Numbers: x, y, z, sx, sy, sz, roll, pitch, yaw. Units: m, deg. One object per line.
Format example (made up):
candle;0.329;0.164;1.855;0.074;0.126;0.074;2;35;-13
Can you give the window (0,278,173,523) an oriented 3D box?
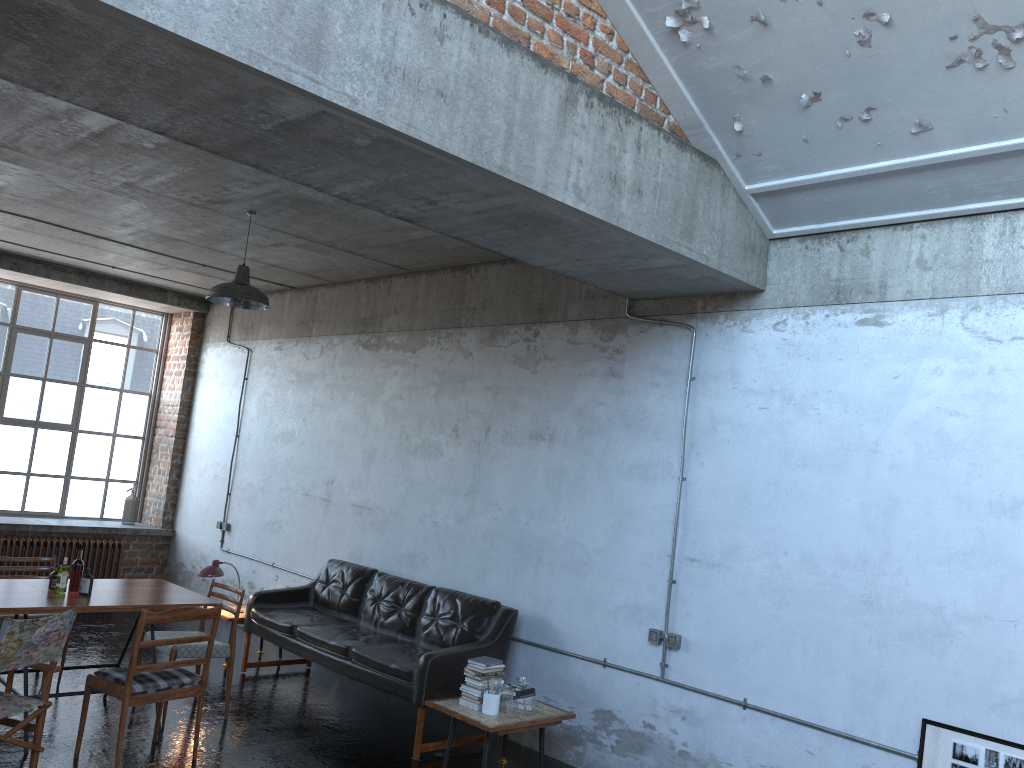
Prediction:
window;-4.533;2.235;12.960;19.864;12.900;0.747;12;-8;-44

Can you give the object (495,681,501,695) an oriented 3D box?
object;-0.104;2.066;5.914;0.009;0.169;0.062;1;-8;45

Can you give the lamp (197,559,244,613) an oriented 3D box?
lamp;-2.728;1.890;8.305;0.220;0.492;0.496;2;-7;38

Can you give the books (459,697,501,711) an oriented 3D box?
books;-0.206;2.172;6.045;0.248;0.043;0.192;12;-8;-44

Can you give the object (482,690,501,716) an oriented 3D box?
object;-0.138;2.115;5.876;0.110;0.137;0.110;12;-8;-44

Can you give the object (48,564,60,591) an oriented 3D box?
object;-3.145;1.334;6.117;0.077;0.173;0.077;3;-7;31

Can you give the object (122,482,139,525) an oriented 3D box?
object;-4.963;1.557;11.564;0.172;0.551;0.172;6;-6;0

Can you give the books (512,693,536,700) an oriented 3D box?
books;0.023;2.166;6.215;0.175;0.024;0.243;1;-8;42

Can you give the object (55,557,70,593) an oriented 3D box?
object;-3.057;1.300;6.041;0.041;0.235;0.070;1;-8;45

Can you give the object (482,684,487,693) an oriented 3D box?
object;-0.157;2.076;5.876;0.137;0.190;0.009;11;-8;-41

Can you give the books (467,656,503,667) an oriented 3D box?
books;-0.184;1.907;6.094;0.159;0.024;0.201;2;-7;36

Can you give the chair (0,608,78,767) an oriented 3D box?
chair;-2.922;1.724;4.850;0.713;1.031;0.574;5;-6;16

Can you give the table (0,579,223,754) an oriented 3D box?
table;-3.585;1.780;5.589;3.112;0.917;1.067;12;-8;-44

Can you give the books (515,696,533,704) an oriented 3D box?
books;0.012;2.187;6.203;0.227;0.024;0.166;4;-6;25

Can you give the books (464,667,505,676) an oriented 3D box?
books;-0.190;1.970;6.076;0.231;0.023;0.162;10;-7;-28

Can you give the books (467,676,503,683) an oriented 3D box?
books;-0.185;2.013;6.080;0.155;0.022;0.205;1;-8;41

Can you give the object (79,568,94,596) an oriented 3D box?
object;-2.907;1.350;6.066;0.097;0.180;0.051;5;-6;18

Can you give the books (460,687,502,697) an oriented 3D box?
books;-0.199;2.100;6.071;0.255;0.014;0.192;11;-8;-41

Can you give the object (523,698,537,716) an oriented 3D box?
object;0.115;2.169;5.955;0.092;0.099;0.092;4;-6;24

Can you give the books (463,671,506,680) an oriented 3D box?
books;-0.186;1.992;6.079;0.244;0.019;0.174;12;-8;-44

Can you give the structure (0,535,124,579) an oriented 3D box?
structure;-6.733;1.883;9.190;5.349;0.713;0.232;12;-8;-44

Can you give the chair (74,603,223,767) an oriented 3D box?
chair;-2.306;1.887;5.637;0.509;1.028;0.573;2;-7;35

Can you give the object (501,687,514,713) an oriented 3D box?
object;-0.035;2.124;5.954;0.087;0.155;0.087;5;-6;19

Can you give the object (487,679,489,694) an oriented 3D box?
object;-0.155;2.063;5.917;0.009;0.167;0.061;10;-7;-32

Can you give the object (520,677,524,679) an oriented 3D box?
object;0.077;2.091;6.228;0.065;0.060;0.081;3;-7;28

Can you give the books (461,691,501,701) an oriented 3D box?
books;-0.198;2.117;6.051;0.249;0.023;0.175;12;-8;-43

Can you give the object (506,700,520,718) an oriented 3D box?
object;0.000;2.145;5.843;0.092;0.099;0.092;4;-6;24

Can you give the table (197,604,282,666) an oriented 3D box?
table;-2.537;2.408;8.518;0.811;0.458;0.649;12;-8;-44

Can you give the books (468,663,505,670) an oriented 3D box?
books;-0.176;1.929;6.089;0.205;0.020;0.155;12;-8;-44

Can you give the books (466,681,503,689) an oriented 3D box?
books;-0.188;2.055;6.078;0.147;0.023;0.221;1;-8;45

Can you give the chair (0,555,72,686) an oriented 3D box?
chair;-3.864;1.865;6.980;0.589;0.971;0.577;12;-8;-44

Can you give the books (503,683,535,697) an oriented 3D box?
books;0.023;2.138;6.207;0.179;0.029;0.225;2;-7;38

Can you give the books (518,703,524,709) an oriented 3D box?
books;0.018;2.217;6.202;0.243;0.034;0.179;3;-7;29

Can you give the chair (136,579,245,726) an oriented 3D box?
chair;-2.420;1.998;6.686;0.577;0.971;0.589;12;-8;-44

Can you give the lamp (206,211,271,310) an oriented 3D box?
lamp;-2.144;-1.084;7.152;0.502;0.891;0.502;11;-7;-39

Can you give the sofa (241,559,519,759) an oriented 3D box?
sofa;-1.208;2.137;7.401;0.929;1.045;2.610;12;-8;-44

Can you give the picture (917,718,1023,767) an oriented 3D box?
picture;2.428;2.285;4.372;0.135;0.994;0.889;12;-8;-44

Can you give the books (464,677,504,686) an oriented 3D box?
books;-0.190;2.035;6.083;0.224;0.021;0.158;12;-8;-44

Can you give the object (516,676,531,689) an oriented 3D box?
object;0.077;2.097;6.227;0.103;0.068;0.103;4;-6;19

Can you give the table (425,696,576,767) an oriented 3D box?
table;-0.100;2.429;6.014;0.811;0.458;0.649;12;-8;-44

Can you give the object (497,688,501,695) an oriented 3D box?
object;-0.110;2.097;5.887;0.068;0.159;0.009;10;-7;-31

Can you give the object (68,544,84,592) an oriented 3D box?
object;-3.009;1.273;6.144;0.075;0.324;0.075;8;-6;-19

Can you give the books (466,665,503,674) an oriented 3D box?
books;-0.185;1.950;6.095;0.167;0.023;0.209;2;-8;40

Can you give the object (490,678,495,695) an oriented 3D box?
object;-0.137;2.075;5.926;0.023;0.204;0.037;7;-6;-5

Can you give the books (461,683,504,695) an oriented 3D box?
books;-0.199;2.078;6.073;0.193;0.028;0.245;1;-8;41

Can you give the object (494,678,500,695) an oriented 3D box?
object;-0.112;2.058;5.925;0.052;0.185;0.009;12;-8;-42

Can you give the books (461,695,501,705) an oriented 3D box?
books;-0.200;2.140;6.049;0.175;0.023;0.249;1;-8;41
